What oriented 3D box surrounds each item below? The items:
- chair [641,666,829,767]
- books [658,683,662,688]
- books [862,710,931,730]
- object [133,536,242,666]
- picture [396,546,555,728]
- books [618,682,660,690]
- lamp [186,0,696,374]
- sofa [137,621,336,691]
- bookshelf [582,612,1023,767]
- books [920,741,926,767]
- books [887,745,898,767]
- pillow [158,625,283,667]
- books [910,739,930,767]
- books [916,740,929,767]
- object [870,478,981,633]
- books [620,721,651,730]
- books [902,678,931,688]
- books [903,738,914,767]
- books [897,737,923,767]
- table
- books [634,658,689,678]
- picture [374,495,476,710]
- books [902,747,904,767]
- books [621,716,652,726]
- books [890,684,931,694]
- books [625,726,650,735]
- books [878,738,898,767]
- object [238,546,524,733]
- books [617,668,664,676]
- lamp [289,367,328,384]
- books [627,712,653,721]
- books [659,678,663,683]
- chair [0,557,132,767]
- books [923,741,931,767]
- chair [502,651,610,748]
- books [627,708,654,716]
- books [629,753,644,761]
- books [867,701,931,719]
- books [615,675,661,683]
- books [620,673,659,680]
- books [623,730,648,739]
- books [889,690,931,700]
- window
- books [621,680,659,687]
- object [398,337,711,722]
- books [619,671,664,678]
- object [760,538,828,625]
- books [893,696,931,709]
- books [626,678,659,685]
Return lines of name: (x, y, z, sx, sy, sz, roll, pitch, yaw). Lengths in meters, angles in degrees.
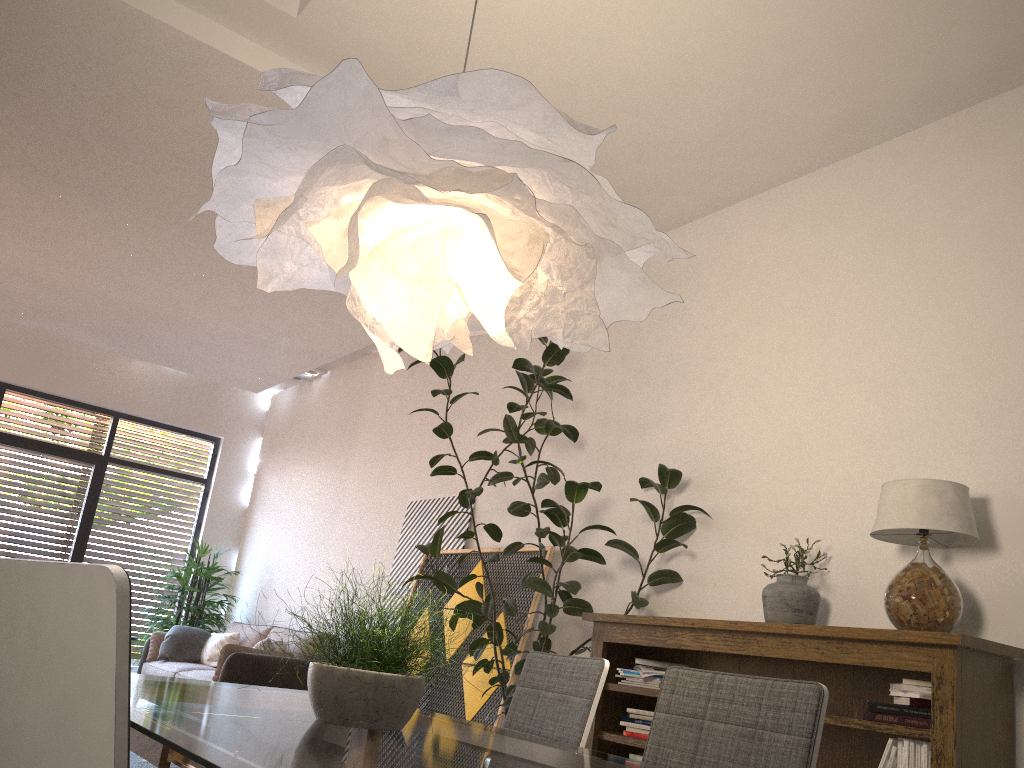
chair: (0.217, 0.983, 1.651, 0.606, 0.907, 0.478, 18, -18, -33)
books: (0.832, 1.428, 4.121, 0.181, 0.033, 0.245, 18, -20, -30)
books: (1.464, 1.230, 3.220, 0.232, 0.034, 0.287, 23, -23, -40)
object: (-3.305, 2.407, 9.027, 0.913, 1.700, 0.993, 2, -16, 20)
picture: (-0.437, 1.832, 5.743, 0.389, 1.583, 1.506, 18, -19, -33)
books: (0.707, 1.476, 4.295, 0.318, 0.011, 0.256, -1, -20, 27)
lamp: (0.137, -2.469, 2.603, 1.123, 5.142, 1.071, 14, -16, -23)
sofa: (-2.416, 2.505, 7.621, 1.001, 0.907, 2.335, 19, -20, -33)
bookshelf: (1.031, 1.613, 3.702, 0.454, 1.156, 1.930, 18, -19, -33)
books: (1.486, 1.363, 3.124, 0.137, 0.186, 0.018, 19, -18, -34)
books: (1.397, 1.394, 3.209, 0.121, 0.155, 0.056, 19, -18, -34)
pillow: (-2.514, 2.299, 7.626, 0.623, 0.338, 1.905, 19, -20, -33)
books: (1.453, 1.364, 3.140, 0.136, 0.186, 0.015, 19, -18, -34)
books: (1.473, 1.365, 3.136, 0.136, 0.186, 0.015, 19, -18, -34)
object: (1.584, 0.683, 3.410, 0.389, 0.574, 0.395, 1, -17, 23)
books: (0.671, 1.661, 4.281, 0.244, 0.019, 0.176, -6, -22, 38)
books: (1.538, 1.104, 3.244, 0.155, 0.022, 0.207, -6, -22, 38)
books: (1.437, 1.365, 3.150, 0.137, 0.186, 0.018, 19, -18, -34)
books: (1.434, 1.378, 3.193, 0.137, 0.186, 0.018, 19, -18, -34)
table: (-0.340, 1.017, 1.669, 1.005, 0.705, 1.811, 19, -20, -33)
books: (0.766, 1.402, 4.287, 0.322, 0.107, 0.277, 8, -17, 0)
picture: (-0.757, 1.798, 6.472, 0.209, 1.992, 0.963, 18, -18, -33)
books: (1.431, 1.383, 3.164, 0.121, 0.157, 0.016, 19, -18, -34)
books: (0.668, 1.641, 4.292, 0.164, 0.022, 0.233, 19, -21, -32)
books: (1.529, 1.124, 3.234, 0.243, 0.023, 0.177, 5, -18, 10)
books: (0.672, 1.679, 4.272, 0.205, 0.022, 0.157, -4, -21, 33)
books: (1.386, 1.384, 3.227, 0.136, 0.179, 0.078, 19, -18, -34)
object: (-0.265, 0.529, 1.818, 0.536, 0.362, 0.671, 21, -21, -38)
books: (0.710, 1.425, 4.342, 0.318, 0.011, 0.256, -3, -20, 30)
lamp: (-2.208, -0.123, 9.399, 0.255, 0.065, 0.649, 19, -21, -33)
books: (0.674, 1.619, 4.291, 0.221, 0.023, 0.149, 6, -17, 6)
books: (0.826, 1.401, 4.132, 0.167, 0.023, 0.229, 18, -20, -29)
chair: (-0.468, 0.736, 1.169, 0.476, 0.907, 0.608, -5, -20, 39)
books: (1.482, 1.355, 3.102, 0.136, 0.186, 0.015, 19, -18, -34)
chair: (-0.148, 1.133, 2.287, 0.605, 0.907, 0.479, 15, -17, -24)
books: (0.684, 1.599, 4.294, 0.205, 0.020, 0.157, -6, -22, 38)
books: (0.706, 1.781, 4.182, 0.246, 0.027, 0.196, -4, -21, 33)
books: (1.751, -2.748, 1.629, 0.360, 6.617, 5.472, 6, -16, 6)
books: (0.704, 1.451, 4.320, 0.319, 0.011, 0.256, -5, -21, 35)
books: (0.717, 1.439, 4.312, 0.318, 0.011, 0.256, -1, -19, 25)
books: (0.674, 1.701, 4.270, 0.224, 0.021, 0.160, -6, -22, 38)
books: (1.528, 1.138, 3.207, 0.244, 0.019, 0.177, 11, -18, -10)
window: (-5.433, 1.346, 8.675, 4.982, 2.987, 0.462, 19, -19, -34)
books: (0.718, 1.467, 4.294, 0.318, 0.011, 0.256, 0, -19, 24)
object: (0.103, 0.825, 4.949, 2.013, 3.156, 0.919, -2, -18, 32)
books: (0.713, 1.434, 4.332, 0.318, 0.011, 0.256, -1, -19, 25)
object: (1.222, 0.874, 3.892, 0.275, 0.407, 0.391, -2, -19, 32)
books: (1.520, 1.158, 3.195, 0.225, 0.029, 0.182, 6, -17, 7)
books: (0.736, 1.456, 4.289, 0.318, 0.011, 0.256, 1, -19, 21)
